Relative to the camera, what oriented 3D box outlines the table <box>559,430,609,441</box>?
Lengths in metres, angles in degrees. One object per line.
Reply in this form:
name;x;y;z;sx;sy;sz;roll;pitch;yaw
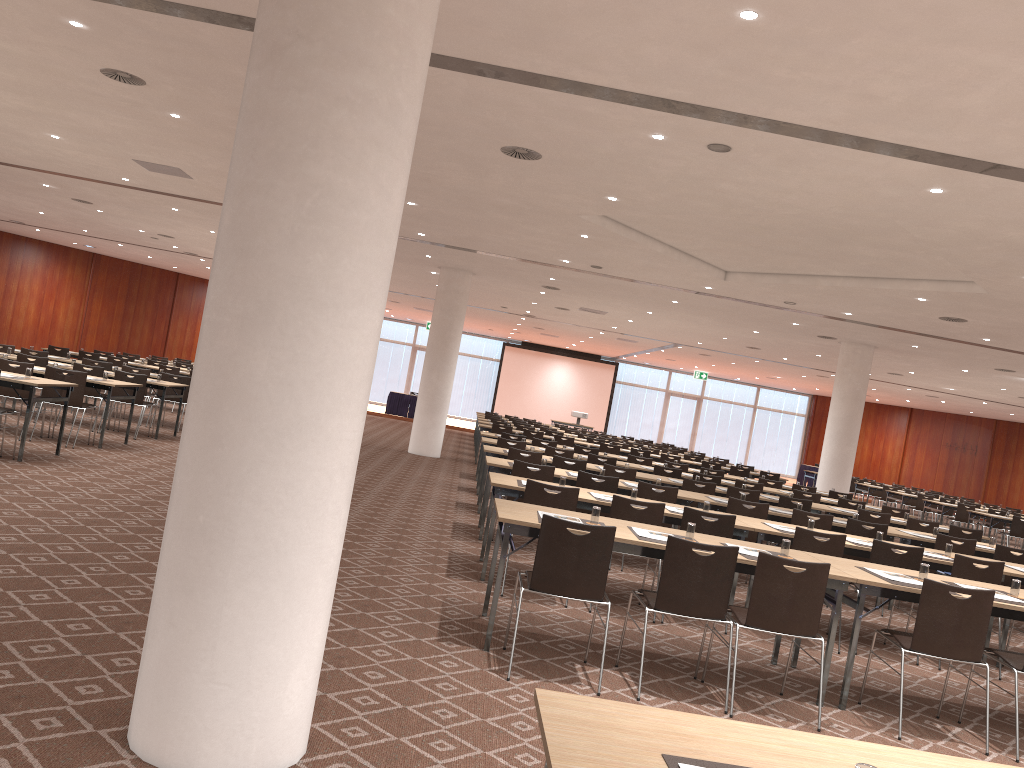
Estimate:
table;2.279;1.922;25.526;2.267;0.833;0.953;10;0;-3

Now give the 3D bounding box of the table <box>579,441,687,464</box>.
table;2.553;1.892;19.533;2.267;0.833;0.953;10;0;-3

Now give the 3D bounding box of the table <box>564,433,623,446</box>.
table;2.370;1.912;23.528;2.267;0.833;0.953;10;0;-3

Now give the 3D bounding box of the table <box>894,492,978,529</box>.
table;13.376;3.937;28.048;2.267;0.833;0.953;10;0;-3

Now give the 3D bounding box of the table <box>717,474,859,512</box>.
table;4.946;2.275;16.141;2.267;0.833;0.953;10;0;-3

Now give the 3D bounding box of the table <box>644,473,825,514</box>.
table;2.897;1.855;12.041;2.267;0.833;0.953;10;0;-3

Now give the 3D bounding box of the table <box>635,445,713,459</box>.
table;4.511;2.322;25.631;2.267;0.833;0.953;10;0;-3

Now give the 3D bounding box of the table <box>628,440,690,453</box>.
table;4.419;2.332;27.629;2.267;0.833;0.953;10;0;-3

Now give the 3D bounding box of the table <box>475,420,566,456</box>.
table;0.230;1.502;21.426;2.267;0.833;0.953;10;0;-3

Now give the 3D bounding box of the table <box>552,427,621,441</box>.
table;2.187;1.932;27.524;2.267;0.833;0.953;10;0;-3

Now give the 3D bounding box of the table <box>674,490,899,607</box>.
table;2.988;1.845;10.043;2.267;0.833;0.953;10;0;-3

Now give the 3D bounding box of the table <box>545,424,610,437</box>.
table;2.096;1.942;29.522;2.267;0.833;0.953;10;0;-3

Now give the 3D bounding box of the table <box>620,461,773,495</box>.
table;2.805;1.865;14.039;2.267;0.833;0.953;10;0;-3

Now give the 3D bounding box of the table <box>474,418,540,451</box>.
table;0.138;1.512;23.424;2.267;0.833;0.953;10;0;-3

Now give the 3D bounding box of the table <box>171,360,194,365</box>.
table;-9.158;-0.102;26.993;2.267;0.833;0.953;10;0;-3

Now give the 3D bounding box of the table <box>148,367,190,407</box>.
table;-6.560;0.259;19.106;2.267;0.833;0.953;10;0;-3

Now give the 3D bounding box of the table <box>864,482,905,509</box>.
table;11.143;3.537;27.943;2.267;0.833;0.953;10;0;-3

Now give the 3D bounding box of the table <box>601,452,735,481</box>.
table;2.714;1.875;16.036;2.267;0.833;0.953;10;0;-3

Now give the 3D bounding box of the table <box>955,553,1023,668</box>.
table;5.312;2.235;8.149;2.267;0.833;0.953;10;0;-3

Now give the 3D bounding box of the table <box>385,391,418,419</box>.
table;-3.728;0.816;32.475;1.712;0.832;1.041;10;-1;-3

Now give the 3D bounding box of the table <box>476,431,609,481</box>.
table;0.481;1.475;15.932;2.267;0.833;0.953;10;0;-3

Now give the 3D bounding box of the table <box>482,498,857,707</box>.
table;0.939;1.425;5.943;2.267;0.833;0.953;10;0;-3

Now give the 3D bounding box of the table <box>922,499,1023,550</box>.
table;11.418;3.507;21.950;2.267;0.833;0.953;10;0;-3

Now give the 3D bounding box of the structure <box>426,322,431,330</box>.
structure;-3.301;-2.389;37.182;0.587;0.346;0.105;10;0;-3

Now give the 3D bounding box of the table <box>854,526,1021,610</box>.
table;5.220;2.245;10.147;2.267;0.833;0.953;10;0;-3

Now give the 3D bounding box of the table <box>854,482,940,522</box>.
table;11.235;3.527;25.945;2.267;0.833;0.953;10;0;-3

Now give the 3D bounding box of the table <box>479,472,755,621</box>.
table;0.848;1.435;7.940;2.267;0.833;0.953;10;0;-3

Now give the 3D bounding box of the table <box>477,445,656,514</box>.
table;0.664;1.455;11.936;2.267;0.833;0.953;10;0;-3

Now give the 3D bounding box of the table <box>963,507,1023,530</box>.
table;13.559;3.917;24.052;2.267;0.833;0.953;10;0;-3

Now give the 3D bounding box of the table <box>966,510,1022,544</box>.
table;11.510;3.497;19.952;2.267;0.833;0.953;10;0;-3

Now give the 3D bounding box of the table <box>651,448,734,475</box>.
table;4.603;2.312;23.633;2.267;0.833;0.953;10;0;-3

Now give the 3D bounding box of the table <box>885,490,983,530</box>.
table;11.327;3.517;23.948;2.267;0.833;0.953;10;0;-3

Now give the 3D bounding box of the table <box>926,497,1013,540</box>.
table;13.467;3.927;26.050;2.267;0.833;0.953;10;0;-3

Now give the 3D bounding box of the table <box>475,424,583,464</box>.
table;0.321;1.492;19.428;2.267;0.833;0.953;10;0;-3

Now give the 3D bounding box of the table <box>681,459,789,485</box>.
table;4.786;2.292;19.637;2.267;0.833;0.953;10;0;-3

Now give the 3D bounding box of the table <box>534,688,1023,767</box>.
table;1.124;1.405;1.903;2.267;0.833;0.953;10;0;-3

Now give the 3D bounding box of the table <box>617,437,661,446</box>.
table;4.328;2.342;29.627;2.267;0.833;0.953;10;0;-3

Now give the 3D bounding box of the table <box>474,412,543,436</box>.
table;-0.137;1.541;29.418;2.267;0.833;0.953;10;0;-3

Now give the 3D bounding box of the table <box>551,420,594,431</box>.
table;2.154;1.871;32.766;1.540;0.832;0.953;10;0;-3

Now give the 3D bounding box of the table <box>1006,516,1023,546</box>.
table;13.650;3.907;22.054;2.267;0.833;0.953;10;0;-3

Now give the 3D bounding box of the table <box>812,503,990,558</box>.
table;5.129;2.255;12.145;2.267;0.833;0.953;10;0;-3

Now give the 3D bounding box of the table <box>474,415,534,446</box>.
table;0.047;1.522;25.422;2.267;0.833;0.953;10;0;-3

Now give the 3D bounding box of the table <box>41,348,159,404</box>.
table;-8.792;-0.141;19.002;2.267;0.833;0.953;10;0;-3

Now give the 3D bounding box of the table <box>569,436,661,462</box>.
table;2.462;1.902;21.531;2.267;0.833;0.953;10;0;-3

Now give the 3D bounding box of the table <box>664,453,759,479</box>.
table;4.694;2.302;21.635;2.267;0.833;0.953;10;0;-3

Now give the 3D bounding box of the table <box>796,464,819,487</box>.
table;11.682;3.578;33.196;1.712;0.832;1.041;10;-1;-3

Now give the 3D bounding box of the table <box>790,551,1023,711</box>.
table;3.171;1.825;6.047;2.267;0.833;0.953;10;0;-3

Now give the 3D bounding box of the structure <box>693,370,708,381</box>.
structure;8.024;-0.359;37.712;0.587;0.346;0.105;10;0;-3

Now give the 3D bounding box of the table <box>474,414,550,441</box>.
table;-0.045;1.532;27.420;2.267;0.833;0.953;10;0;-3

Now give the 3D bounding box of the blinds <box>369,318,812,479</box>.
blinds;1.902;0.390;39.262;22.854;3.816;0.115;10;0;-3

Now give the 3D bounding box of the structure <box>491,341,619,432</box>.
structure;1.875;0.164;38.880;5.159;3.525;0.395;10;0;-3

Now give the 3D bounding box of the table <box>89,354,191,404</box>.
table;-8.883;-0.131;21.000;2.267;0.833;0.953;10;0;-3

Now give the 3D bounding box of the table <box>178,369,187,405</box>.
table;-6.651;0.269;21.104;2.267;0.833;0.953;10;0;-3

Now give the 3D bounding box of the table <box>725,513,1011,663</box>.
table;3.080;1.835;8.045;2.267;0.833;0.953;10;0;-3

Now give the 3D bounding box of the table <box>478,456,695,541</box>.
table;0.756;1.445;9.938;2.267;0.833;0.953;10;0;-3

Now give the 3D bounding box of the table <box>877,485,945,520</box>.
table;13.284;3.947;30.046;2.267;0.833;0.953;10;0;-3

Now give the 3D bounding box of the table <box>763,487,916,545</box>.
table;5.037;2.265;14.143;2.267;0.833;0.953;10;0;-3

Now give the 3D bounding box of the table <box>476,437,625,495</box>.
table;0.573;1.465;13.934;2.267;0.833;0.953;10;0;-3

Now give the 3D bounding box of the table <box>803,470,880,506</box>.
table;11.052;3.547;29.941;2.267;0.833;0.953;10;0;-3
